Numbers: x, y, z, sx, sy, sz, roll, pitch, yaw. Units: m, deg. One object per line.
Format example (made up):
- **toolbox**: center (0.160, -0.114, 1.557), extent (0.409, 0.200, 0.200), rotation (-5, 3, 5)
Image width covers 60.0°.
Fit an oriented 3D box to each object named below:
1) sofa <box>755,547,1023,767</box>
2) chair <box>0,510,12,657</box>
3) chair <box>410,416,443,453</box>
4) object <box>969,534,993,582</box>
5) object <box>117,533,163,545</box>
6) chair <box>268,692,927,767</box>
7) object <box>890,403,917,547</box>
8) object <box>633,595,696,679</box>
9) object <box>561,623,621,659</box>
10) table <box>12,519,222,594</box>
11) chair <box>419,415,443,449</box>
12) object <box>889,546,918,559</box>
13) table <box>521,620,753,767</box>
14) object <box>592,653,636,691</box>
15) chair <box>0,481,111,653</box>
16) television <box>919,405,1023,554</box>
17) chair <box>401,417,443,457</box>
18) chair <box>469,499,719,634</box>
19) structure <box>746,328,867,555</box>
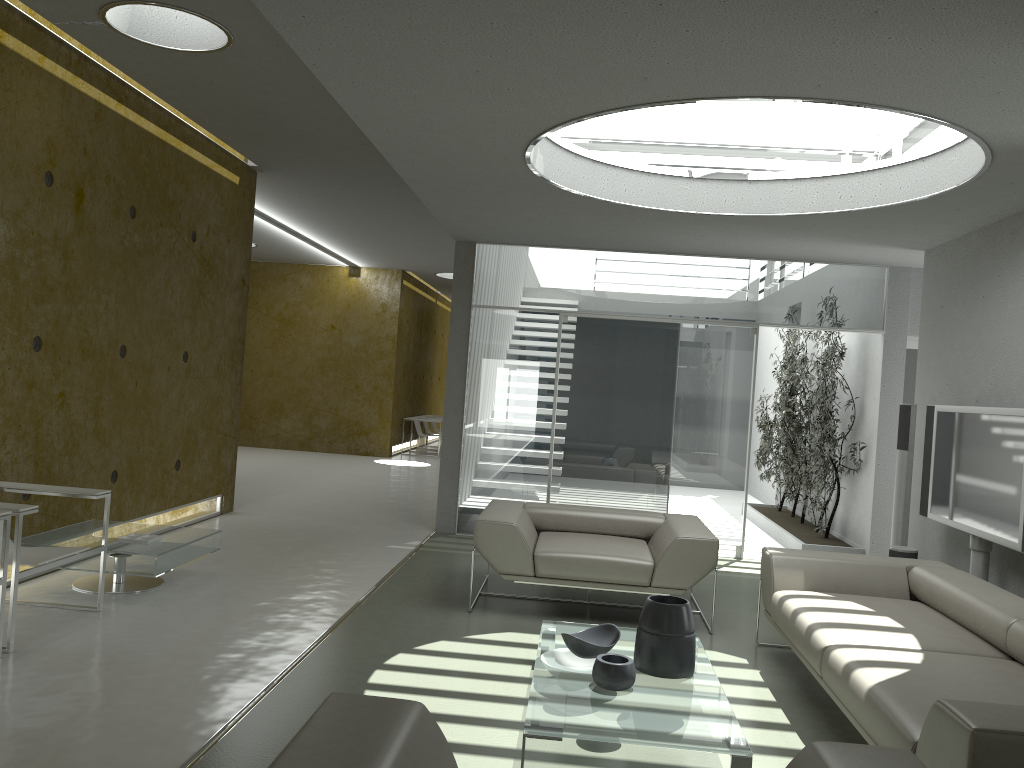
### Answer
- **sofa**: center (1.809, 1.240, 3.706), extent (1.037, 0.585, 2.791), rotation (4, 0, 5)
- **chair**: center (-2.692, 0.886, 3.679), extent (0.710, 0.667, 0.800), rotation (4, 0, 5)
- **chair**: center (-1.575, 1.001, 17.605), extent (0.710, 0.667, 0.800), rotation (4, 0, 5)
- **object**: center (2.772, 1.261, 5.413), extent (0.323, 0.689, 0.882), rotation (4, 0, 5)
- **object**: center (-2.252, 0.940, 5.375), extent (0.197, 0.029, 0.189), rotation (4, 0, 5)
- **chair**: center (0.198, 1.125, 1.755), extent (1.481, 0.583, 1.039), rotation (4, 0, 5)
- **object**: center (2.887, 0.880, 6.558), extent (0.310, 1.469, 0.310), rotation (4, 0, 32)
- **object**: center (0.675, 1.100, 3.887), extent (0.265, 0.309, 0.265), rotation (4, 0, -12)
- **object**: center (0.355, 1.171, 4.014), extent (0.223, 0.125, 0.317), rotation (4, 0, 41)
- **table**: center (-2.436, 1.093, 5.520), extent (0.900, 0.300, 0.900), rotation (4, 0, 5)
- **chair**: center (-1.506, 1.008, 18.458), extent (0.710, 0.667, 0.800), rotation (4, 0, 5)
- **object**: center (2.709, 1.372, 6.178), extent (0.175, 0.461, 0.185), rotation (4, 0, -1)
- **table**: center (0.485, 1.342, 3.815), extent (0.790, 0.200, 1.500), rotation (4, 0, 5)
- **object**: center (0.417, 1.180, 3.623), extent (0.177, 0.113, 0.177), rotation (4, 0, -15)
- **chair**: center (-2.624, 0.893, 4.533), extent (0.710, 0.667, 0.800), rotation (4, 0, 5)
- **television**: center (2.877, 0.532, 5.411), extent (0.127, 0.781, 1.603), rotation (4, 0, 5)
- **chair**: center (-1.643, 0.994, 16.751), extent (0.710, 0.667, 0.800), rotation (4, 0, 5)
- **chair**: center (0.526, 1.158, 5.841), extent (1.481, 0.583, 1.039), rotation (4, 0, 5)
- **structure**: center (3.087, 0.342, 9.646), extent (0.646, 2.589, 3.371), rotation (4, 0, 4)
